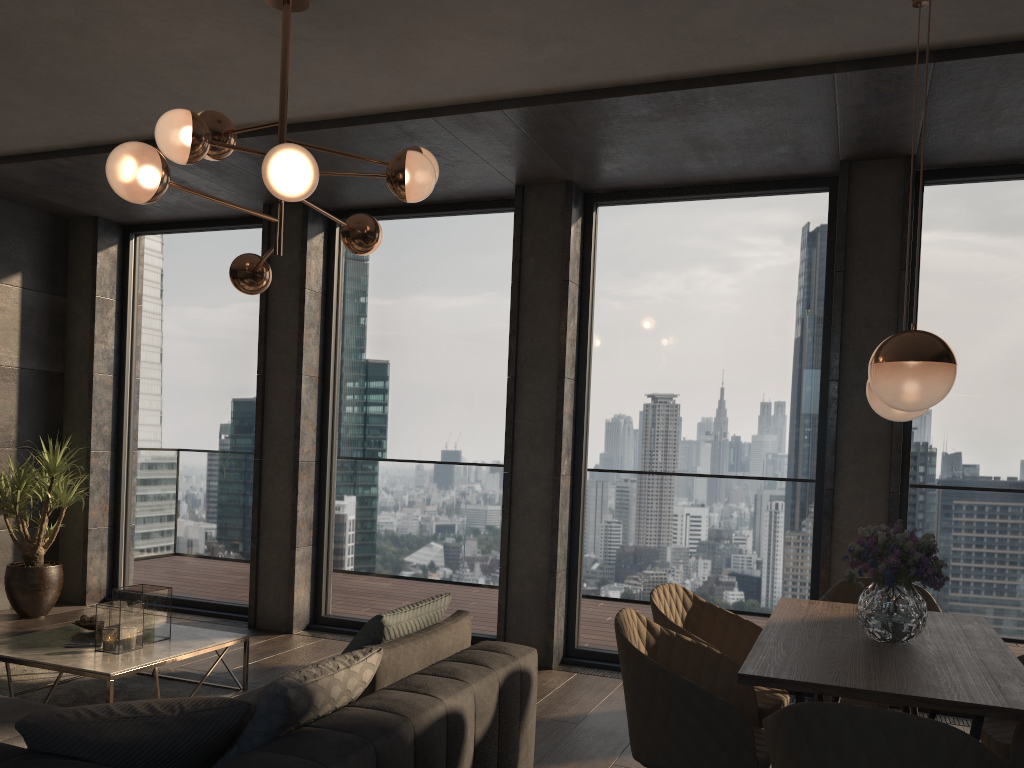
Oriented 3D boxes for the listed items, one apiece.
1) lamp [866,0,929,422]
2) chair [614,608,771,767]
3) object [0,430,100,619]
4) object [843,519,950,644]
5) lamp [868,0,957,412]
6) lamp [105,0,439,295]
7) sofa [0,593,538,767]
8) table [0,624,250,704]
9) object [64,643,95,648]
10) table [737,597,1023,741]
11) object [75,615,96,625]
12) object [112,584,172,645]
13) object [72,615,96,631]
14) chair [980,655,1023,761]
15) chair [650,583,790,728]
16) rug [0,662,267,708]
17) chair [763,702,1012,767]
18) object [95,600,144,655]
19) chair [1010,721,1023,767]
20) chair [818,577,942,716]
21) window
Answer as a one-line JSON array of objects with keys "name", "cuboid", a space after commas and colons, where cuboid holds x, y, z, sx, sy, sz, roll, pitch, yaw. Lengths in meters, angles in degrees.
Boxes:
[{"name": "lamp", "cuboid": [1.461, -0.632, 3.243, 0.238, 1.546, 0.239, 3, 1, 27]}, {"name": "chair", "cuboid": [0.579, 1.171, 2.856, 0.510, 0.837, 0.556, 2, -1, 16]}, {"name": "object", "cuboid": [-3.512, 0.993, 6.342, 0.953, 1.361, 1.022, 3, -1, -37]}, {"name": "object", "cuboid": [1.273, 0.649, 2.926, 0.328, 0.409, 0.298, 3, -1, -8]}, {"name": "lamp", "cuboid": [1.205, -0.690, 2.591, 0.239, 1.546, 0.238, 2, 1, -3]}, {"name": "lamp", "cuboid": [-0.795, -0.961, 3.469, 1.015, 1.038, 1.466, 2, -2, -2]}, {"name": "sofa", "cuboid": [-1.582, 1.124, 3.084, 2.907, 0.784, 2.030, 1, -4, 21]}, {"name": "table", "cuboid": [-1.989, 1.430, 4.388, 0.929, 0.309, 0.933, 1, -4, 21]}, {"name": "object", "cuboid": [-2.050, 1.257, 4.248, 0.181, 0.012, 0.046, 4, -4, -17]}, {"name": "table", "cuboid": [1.225, 1.239, 2.959, 0.768, 0.769, 1.471, 2, -3, 22]}, {"name": "object", "cuboid": [-2.104, 1.246, 4.591, 0.323, 0.072, 0.278, 2, -4, 11]}, {"name": "object", "cuboid": [-1.856, 1.153, 4.429, 0.196, 0.261, 0.200, 2, -1, 21]}, {"name": "object", "cuboid": [-2.095, 1.245, 4.590, 0.347, 0.084, 0.348, 2, -4, -1]}, {"name": "chair", "cuboid": [1.867, 1.234, 2.990, 0.510, 0.837, 0.556, 2, -1, 16]}, {"name": "chair", "cuboid": [0.799, 1.222, 3.427, 0.509, 0.837, 0.556, 2, -1, 31]}, {"name": "rug", "cuboid": [-1.687, 1.574, 4.012, 3.139, 0.020, 1.735, 1, -4, 21]}, {"name": "chair", "cuboid": [0.867, 1.129, 2.112, 0.554, 0.837, 0.511, 2, 0, 26]}, {"name": "object", "cuboid": [-1.871, 1.157, 4.212, 0.149, 0.221, 0.148, 2, -1, 21]}, {"name": "chair", "cuboid": [1.610, 1.180, 2.392, 0.509, 0.837, 0.556, 2, -1, 21]}, {"name": "chair", "cuboid": [1.563, 1.282, 3.812, 0.554, 0.837, 0.511, 2, 0, 26]}, {"name": "window", "cuboid": [0.237, 0.285, 5.756, 7.256, 3.004, 0.199, 1, 0, 21]}]
